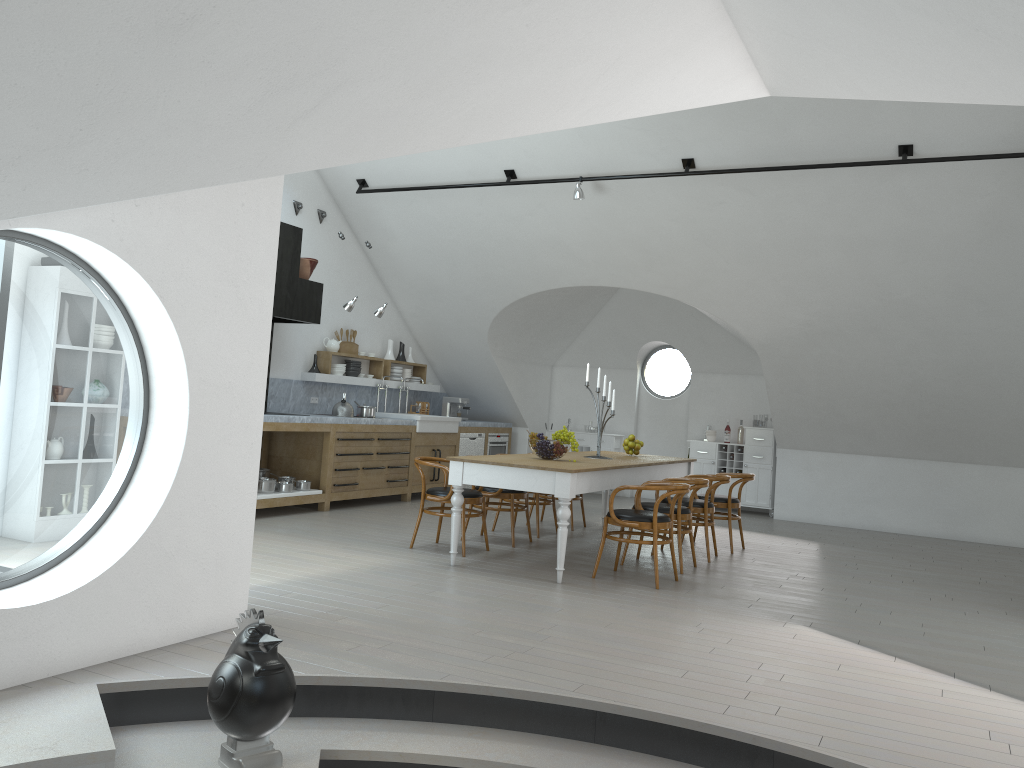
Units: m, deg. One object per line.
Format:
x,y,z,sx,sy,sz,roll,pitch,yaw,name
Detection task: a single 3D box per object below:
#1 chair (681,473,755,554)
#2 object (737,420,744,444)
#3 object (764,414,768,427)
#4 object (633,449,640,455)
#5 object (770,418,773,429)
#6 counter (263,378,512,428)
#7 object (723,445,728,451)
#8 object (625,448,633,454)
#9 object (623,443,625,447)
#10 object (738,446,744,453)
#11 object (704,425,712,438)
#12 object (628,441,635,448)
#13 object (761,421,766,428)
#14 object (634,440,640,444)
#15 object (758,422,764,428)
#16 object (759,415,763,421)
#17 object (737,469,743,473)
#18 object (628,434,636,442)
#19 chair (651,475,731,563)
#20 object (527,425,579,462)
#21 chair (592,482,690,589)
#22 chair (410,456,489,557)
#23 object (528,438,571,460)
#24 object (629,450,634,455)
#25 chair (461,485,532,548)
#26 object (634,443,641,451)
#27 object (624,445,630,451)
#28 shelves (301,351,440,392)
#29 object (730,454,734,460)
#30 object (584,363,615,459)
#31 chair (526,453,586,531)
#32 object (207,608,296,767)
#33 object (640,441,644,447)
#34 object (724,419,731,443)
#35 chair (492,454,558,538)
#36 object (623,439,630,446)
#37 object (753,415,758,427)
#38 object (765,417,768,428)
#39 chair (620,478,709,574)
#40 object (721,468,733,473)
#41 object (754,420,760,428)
1.975,1.196,8.428,0.622,0.736,0.526,3,-3,29,chair
3.119,0.654,12.081,0.085,0.331,0.085,5,-3,-15,object
3.456,0.509,12.072,0.063,0.187,0.063,3,-3,13,object
1.230,0.670,8.757,0.063,0.063,0.063,2,-3,37,object
3.493,0.528,11.917,0.046,0.143,0.046,2,-4,38,object
-1.793,0.131,10.296,0.962,0.620,6.563,3,-2,26,counter
2.938,0.877,12.121,0.093,0.094,0.358,3,-2,27,object
1.162,0.659,8.785,0.080,0.074,0.078,5,-2,-19,object
1.130,0.607,8.806,0.062,0.059,0.062,3,-3,31,object
3.120,0.892,12.020,0.088,0.085,0.359,3,-2,26,object
2.762,0.680,12.483,0.115,0.209,0.065,2,-3,29,object
1.173,0.595,8.688,0.071,0.064,0.072,3,-2,20,object
3.407,0.549,12.013,0.071,0.099,0.071,2,-3,35,object
1.233,0.575,8.739,0.058,0.057,0.053,2,-3,41,object
3.347,0.550,11.956,0.077,0.085,0.077,2,-3,34,object
3.392,0.509,12.083,0.054,0.179,0.054,3,-3,21,object
3.097,1.196,12.010,0.081,0.081,0.358,3,-2,24,object
1.185,0.533,8.757,0.072,0.074,0.072,3,-3,26,object
1.595,1.153,7.813,0.621,0.736,0.526,3,-3,22,chair
0.323,0.469,7.125,0.393,0.285,0.292,4,-2,-9,object
0.975,1.076,6.502,0.622,0.736,0.526,3,-3,30,chair
-0.529,0.991,7.307,0.622,0.736,0.526,3,-3,26,chair
0.302,0.531,7.145,0.360,0.160,0.359,4,-2,7,object
1.172,0.673,8.717,0.050,0.050,0.051,3,-3,30,object
-0.155,1.033,7.928,0.622,0.736,0.526,3,-3,23,chair
1.231,0.620,8.703,0.071,0.072,0.070,4,-2,-9,object
1.128,0.631,8.721,0.060,0.056,0.059,3,-2,21,object
-2.160,-0.709,9.985,0.480,1.363,5.539,3,-2,21,shelves
3.023,0.993,12.075,0.085,0.085,0.330,3,-2,26,object
0.801,0.230,8.015,0.265,0.876,0.774,4,-2,0,object
0.440,1.109,9.248,0.622,0.736,0.526,3,-3,23,chair
-0.956,1.116,3.269,0.320,0.563,0.320,4,-3,-1,object
1.274,0.596,8.774,0.063,0.063,0.062,4,-2,-11,object
2.960,0.646,12.167,0.081,0.330,0.081,3,-3,22,object
0.112,1.070,8.606,0.622,0.736,0.526,3,-3,30,chair
1.133,0.577,8.749,0.066,0.071,0.072,4,-2,-4,object
3.288,0.504,11.981,0.048,0.169,0.048,6,-4,-31,object
3.420,0.522,11.917,0.046,0.143,0.046,2,-4,38,object
1.259,1.113,7.169,0.622,0.736,0.526,3,-3,26,chair
2.945,1.184,12.094,0.156,0.085,0.330,3,-2,27,object
3.285,0.534,11.898,0.081,0.105,0.081,5,-3,-25,object
